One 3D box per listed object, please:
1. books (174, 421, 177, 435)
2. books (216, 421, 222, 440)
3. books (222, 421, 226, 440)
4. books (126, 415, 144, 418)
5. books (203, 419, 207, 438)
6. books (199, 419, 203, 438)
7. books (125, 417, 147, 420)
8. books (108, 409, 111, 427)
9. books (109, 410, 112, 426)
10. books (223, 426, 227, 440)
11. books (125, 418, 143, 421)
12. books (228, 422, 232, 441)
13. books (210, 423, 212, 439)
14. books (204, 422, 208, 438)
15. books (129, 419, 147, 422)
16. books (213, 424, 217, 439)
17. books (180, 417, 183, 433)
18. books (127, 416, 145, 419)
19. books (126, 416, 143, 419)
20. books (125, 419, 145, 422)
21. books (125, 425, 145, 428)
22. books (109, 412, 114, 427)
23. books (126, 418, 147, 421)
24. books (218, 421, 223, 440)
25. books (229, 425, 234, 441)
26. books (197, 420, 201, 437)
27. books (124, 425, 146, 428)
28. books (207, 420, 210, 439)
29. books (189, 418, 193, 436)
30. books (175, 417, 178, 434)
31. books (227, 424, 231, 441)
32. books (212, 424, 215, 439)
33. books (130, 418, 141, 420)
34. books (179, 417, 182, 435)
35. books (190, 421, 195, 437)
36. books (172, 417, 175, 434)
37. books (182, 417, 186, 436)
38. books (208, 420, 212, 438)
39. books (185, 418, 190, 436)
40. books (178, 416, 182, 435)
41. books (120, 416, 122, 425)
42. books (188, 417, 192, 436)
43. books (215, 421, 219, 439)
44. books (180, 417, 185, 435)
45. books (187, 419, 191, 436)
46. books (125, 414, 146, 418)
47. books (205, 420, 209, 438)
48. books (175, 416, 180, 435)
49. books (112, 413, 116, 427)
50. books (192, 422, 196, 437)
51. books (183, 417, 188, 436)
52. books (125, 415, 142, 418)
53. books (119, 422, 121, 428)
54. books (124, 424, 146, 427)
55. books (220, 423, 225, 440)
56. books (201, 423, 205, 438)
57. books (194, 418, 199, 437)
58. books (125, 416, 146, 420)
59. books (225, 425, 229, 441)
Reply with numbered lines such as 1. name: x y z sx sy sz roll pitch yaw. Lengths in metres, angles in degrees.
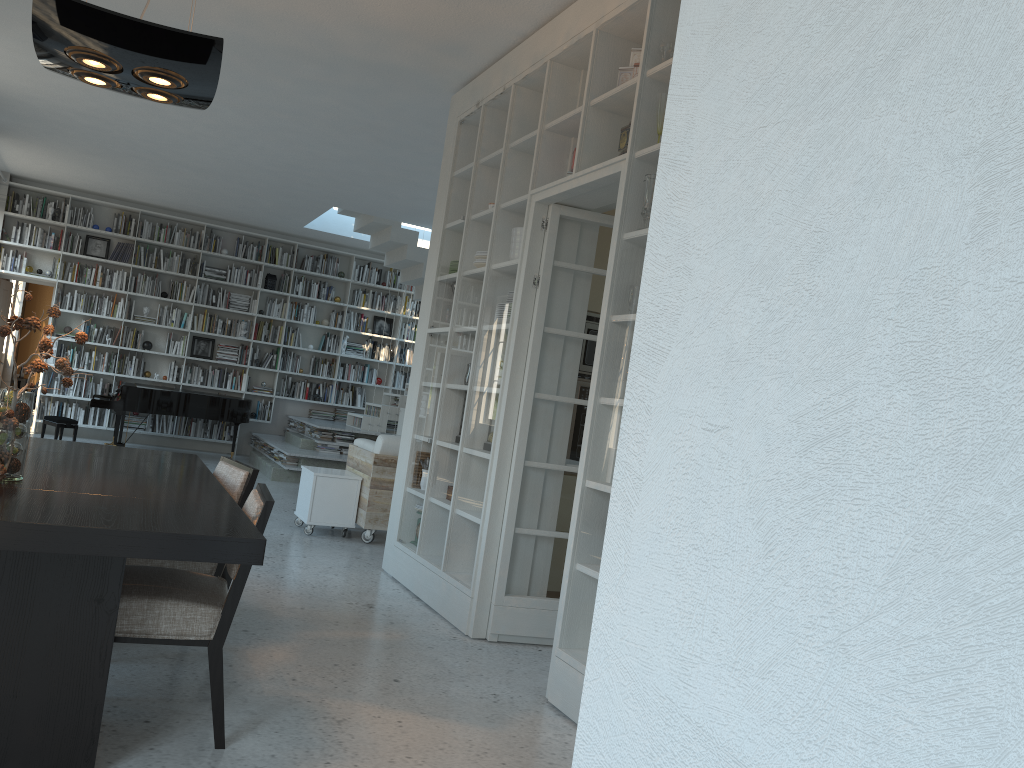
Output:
1. books: -4.669 0.569 12.295 0.012 0.254 0.161 9 -1 -24
2. books: -4.139 0.655 12.501 0.044 0.251 0.186 9 -1 -24
3. books: -4.082 0.660 12.542 0.011 0.258 0.171 9 -1 -24
4. books: -5.125 0.439 12.082 0.254 0.006 0.161 9 -2 -23
5. books: -4.317 0.609 12.436 0.013 0.285 0.184 9 -1 -24
6. books: -4.365 0.614 12.431 0.028 0.261 0.132 9 -1 -24
7. books: -5.127 0.466 12.077 0.285 0.005 0.159 9 -2 -27
8. books: -5.423 0.433 11.951 0.012 0.285 0.159 9 -1 -24
9. books: -5.418 0.462 11.958 0.012 0.230 0.138 9 -1 -24
10. books: -4.075 0.696 12.557 0.024 0.191 0.155 9 -1 -24
11. books: -5.135 0.482 12.082 0.254 0.006 0.161 9 -2 -24
12. books: -4.006 0.674 12.579 0.013 0.256 0.176 9 -1 -24
13. books: -4.240 0.659 12.496 0.040 0.212 0.129 9 -1 -24
14. books: -4.308 0.648 12.447 0.022 0.213 0.167 9 -1 -24
15. books: -5.135 0.487 12.080 0.285 0.005 0.159 9 -2 -25
16. books: -4.189 0.668 12.490 0.029 0.210 0.170 9 -1 -24
17. books: -4.605 0.578 12.334 0.010 0.259 0.131 9 -1 -24
18. books: -5.127 0.450 12.084 0.254 0.006 0.161 9 -2 -24
19. books: -5.128 0.455 12.084 0.254 0.006 0.161 9 -2 -24
20. books: -5.136 0.492 12.080 0.285 0.005 0.159 9 -2 -23
21. books: -5.141 0.570 12.074 0.254 0.007 0.160 9 -2 -28
22. books: -5.402 0.480 11.962 0.025 0.198 0.160 9 -1 -24
23. books: -5.130 0.477 12.074 0.285 0.005 0.159 9 -2 -28
24. books: -4.111 0.626 12.518 0.013 0.317 0.186 9 -1 -24
25. books: -3.988 0.696 12.582 0.029 0.217 0.190 9 -1 -24
26. books: -4.393 0.623 12.419 0.030 0.234 0.138 9 -1 -24
27. books: -5.141 0.577 12.071 0.285 0.007 0.159 9 -2 -19
28. books: -4.271 0.615 12.454 0.014 0.288 0.184 9 -1 -24
29. books: -4.487 0.598 12.379 0.012 0.255 0.150 9 -1 -24
30. books: -4.662 0.579 12.302 0.010 0.237 0.134 9 -1 -24
31. books: -4.030 0.685 12.579 0.028 0.227 0.162 9 -1 -24
32. books: -4.205 0.667 12.477 0.010 0.206 0.179 9 -1 -24
33. books: -5.127 0.472 12.076 0.254 0.006 0.161 9 -2 -20
34. books: -4.605 0.536 12.318 0.014 0.340 0.139 9 -1 -24
35. books: -4.463 0.626 12.365 0.028 0.206 0.174 9 -1 -24
36. books: -4.696 0.574 12.291 0.021 0.237 0.115 9 -1 -24
37. books: -4.559 0.544 12.331 0.012 0.337 0.144 9 -1 -24
38. books: -4.262 0.630 12.476 0.024 0.262 0.131 9 -1 -24
39. books: -4.525 0.596 12.361 0.022 0.247 0.143 9 -1 -24
40. books: -4.613 0.554 12.297 0.014 0.300 0.184 9 -1 -24
41. books: -5.280 0.457 12.014 0.027 0.282 0.129 9 -1 -24
42. books: -4.496 0.586 12.374 0.012 0.276 0.154 9 -1 -24
43. books: -4.166 0.630 12.500 0.011 0.292 0.184 9 -1 -24
44. books: -4.585 0.578 12.332 0.025 0.263 0.144 9 -1 -24
45. books: -4.508 0.603 12.365 0.012 0.239 0.128 9 -1 -24
46. books: -5.120 0.434 12.074 0.285 0.005 0.159 9 -2 -19
47. books: -4.279 0.590 12.447 0.014 0.335 0.182 9 -1 -24
48. books: -4.634 0.573 12.288 0.026 0.256 0.183 9 -1 -24
49. books: -5.365 0.493 11.971 0.053 0.184 0.148 9 -1 -24
50. books: -4.450 0.634 12.404 0.030 0.197 0.143 9 -1 -24
51. books: -4.541 0.561 12.341 0.034 0.311 0.170 9 -1 -24
52. books: -5.127 0.445 12.085 0.285 0.005 0.159 9 -2 -24
53. books: -5.308 0.481 12.003 0.027 0.227 0.139 9 -1 -24
54. books: -5.142 0.563 12.078 0.285 0.007 0.159 9 -2 -22
55. books: -4.107 0.667 12.547 0.028 0.238 0.140 9 -1 -24
56. books: -4.345 0.647 12.440 0.024 0.203 0.144 9 -1 -24
57. books: -4.413 0.590 12.406 0.026 0.294 0.155 9 -1 -24
58. books: -5.125 0.461 12.074 0.254 0.006 0.160 9 -2 -29
59. books: -4.050 0.693 12.557 0.022 0.205 0.191 9 -1 -24
